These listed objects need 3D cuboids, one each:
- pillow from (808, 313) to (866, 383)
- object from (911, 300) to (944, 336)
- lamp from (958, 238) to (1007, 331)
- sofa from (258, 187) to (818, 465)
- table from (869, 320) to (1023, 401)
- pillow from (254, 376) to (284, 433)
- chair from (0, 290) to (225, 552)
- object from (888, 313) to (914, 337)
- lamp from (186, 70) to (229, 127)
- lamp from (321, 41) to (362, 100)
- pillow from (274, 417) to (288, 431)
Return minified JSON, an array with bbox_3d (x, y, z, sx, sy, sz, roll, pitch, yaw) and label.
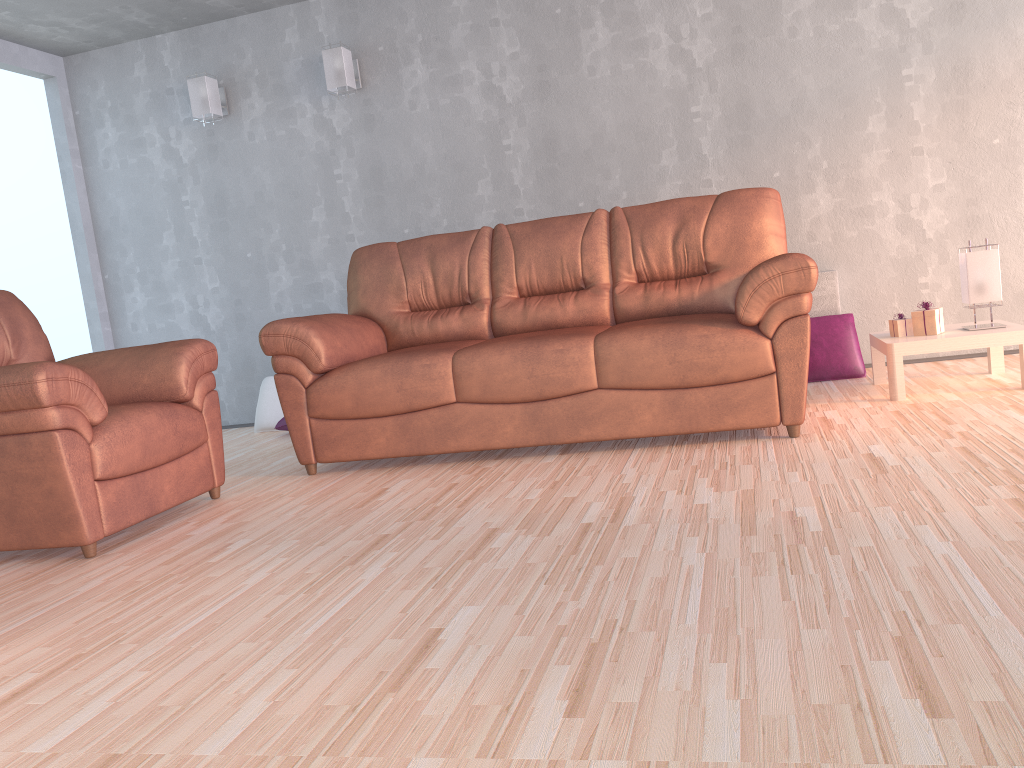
[{"bbox_3d":[1.589,-0.179,4.485,0.327,0.326,0.241,-6,6,9],"label":"pillow"},{"bbox_3d":[1.756,-0.281,3.746,0.099,0.147,0.102,-1,9,44],"label":"object"},{"bbox_3d":[1.960,-0.416,3.708,0.140,0.376,0.140,-6,6,15],"label":"lamp"},{"bbox_3d":[0.133,-0.272,3.797,2.202,0.923,0.981,-6,6,15],"label":"sofa"},{"bbox_3d":[1.874,-0.108,3.815,0.548,0.241,0.548,-6,6,15],"label":"table"},{"bbox_3d":[-1.382,0.117,5.317,0.327,0.326,0.241,-5,7,19],"label":"pillow"},{"bbox_3d":[-1.686,0.058,3.156,0.936,0.879,0.970,-6,6,14],"label":"chair"},{"bbox_3d":[1.711,-0.261,3.836,0.152,0.105,0.080,-9,6,-16],"label":"object"},{"bbox_3d":[-1.834,-1.713,5.331,0.165,0.319,0.168,-6,6,15],"label":"lamp"},{"bbox_3d":[-0.984,-1.799,5.104,0.165,0.319,0.177,-6,6,15],"label":"lamp"},{"bbox_3d":[-1.123,0.189,5.102,0.392,0.130,0.365,-3,8,35],"label":"pillow"}]
